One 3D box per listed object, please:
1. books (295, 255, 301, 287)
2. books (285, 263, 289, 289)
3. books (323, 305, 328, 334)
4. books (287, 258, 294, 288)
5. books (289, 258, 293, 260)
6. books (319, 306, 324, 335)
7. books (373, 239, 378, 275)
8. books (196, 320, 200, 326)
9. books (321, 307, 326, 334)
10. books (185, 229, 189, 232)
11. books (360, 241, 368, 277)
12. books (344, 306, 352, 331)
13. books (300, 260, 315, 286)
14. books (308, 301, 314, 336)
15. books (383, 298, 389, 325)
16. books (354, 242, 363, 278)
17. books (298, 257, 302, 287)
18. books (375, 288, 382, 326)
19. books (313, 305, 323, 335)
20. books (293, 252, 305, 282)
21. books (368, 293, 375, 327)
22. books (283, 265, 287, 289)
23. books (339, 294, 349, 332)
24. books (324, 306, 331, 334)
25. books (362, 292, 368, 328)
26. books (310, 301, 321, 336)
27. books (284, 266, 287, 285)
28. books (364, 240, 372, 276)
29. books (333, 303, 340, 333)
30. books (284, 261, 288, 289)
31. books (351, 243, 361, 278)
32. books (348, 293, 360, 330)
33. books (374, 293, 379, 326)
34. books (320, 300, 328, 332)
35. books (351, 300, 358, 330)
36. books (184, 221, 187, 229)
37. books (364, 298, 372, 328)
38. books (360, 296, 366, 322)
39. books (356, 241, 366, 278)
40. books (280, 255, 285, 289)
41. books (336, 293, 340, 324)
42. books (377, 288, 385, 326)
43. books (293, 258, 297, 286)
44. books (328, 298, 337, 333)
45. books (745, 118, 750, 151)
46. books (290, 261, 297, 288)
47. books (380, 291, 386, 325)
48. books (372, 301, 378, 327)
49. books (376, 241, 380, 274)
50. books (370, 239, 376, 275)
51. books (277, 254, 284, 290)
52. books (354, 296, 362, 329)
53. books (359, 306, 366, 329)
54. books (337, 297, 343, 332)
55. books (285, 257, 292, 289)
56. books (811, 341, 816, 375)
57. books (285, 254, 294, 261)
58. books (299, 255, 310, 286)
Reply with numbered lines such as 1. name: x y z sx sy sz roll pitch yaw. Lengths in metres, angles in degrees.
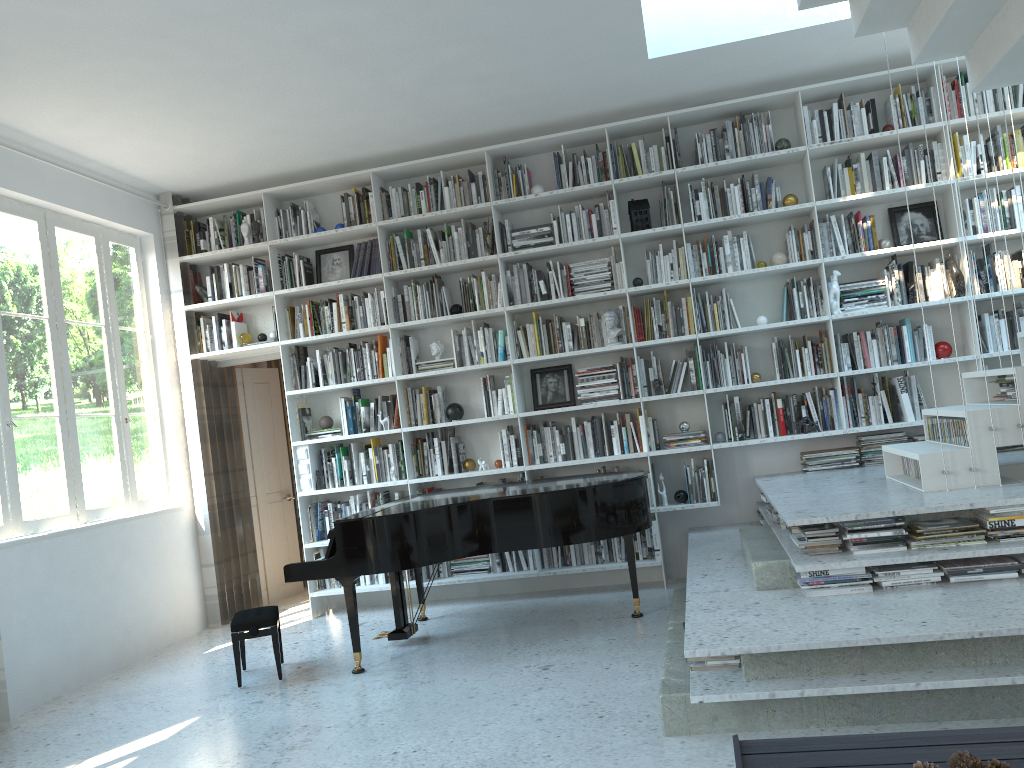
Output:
1. books: -1.557 -0.816 6.591 0.023 0.258 0.183 -8 -2 11
2. books: -1.636 -0.784 6.600 0.004 0.214 0.186 -8 -2 11
3. books: -1.345 -0.460 6.561 0.011 0.229 0.170 -8 -2 11
4. books: -1.615 -0.802 6.598 0.004 0.246 0.189 -8 -2 11
5. books: -1.618 -0.803 6.620 0.010 0.249 0.166 -8 -2 11
6. books: -1.381 -0.455 6.578 0.012 0.230 0.149 -8 -2 11
7. books: -0.970 -0.908 6.505 0.078 0.285 0.174 -8 -2 11
8. books: -2.360 -0.345 6.750 0.011 0.272 0.188 -8 -2 11
9. books: -1.358 -0.453 6.557 0.014 0.218 0.164 -8 -2 11
10. books: -2.448 -1.056 6.803 0.011 0.241 0.151 -8 -2 11
11. books: -1.053 -0.891 6.518 0.110 0.279 0.174 -8 -2 11
12. books: -1.174 -0.467 6.504 0.029 0.195 0.192 -8 -2 11
13. books: -1.515 -0.800 6.582 0.012 0.214 0.185 -8 -2 11
14. books: -1.458 -0.471 6.583 0.020 0.281 0.164 -8 -2 11
15. books: -0.864 -0.513 6.429 0.039 0.202 0.236 -8 -2 11
16. books: -1.097 -0.885 6.527 0.110 0.279 0.174 -8 -2 11
17. books: -1.538 -0.814 6.596 0.011 0.249 0.168 -8 -2 11
18. books: -0.947 -0.545 6.462 0.012 0.291 0.182 -8 -2 11
19. books: -1.411 -0.461 6.580 0.047 0.249 0.134 -8 -2 11
20. books: -1.570 -0.825 6.603 0.005 0.281 0.190 -8 -2 11
21. books: -0.997 -0.524 6.479 0.022 0.263 0.174 -8 -2 11
22. books: -1.664 -0.774 6.630 0.015 0.207 0.172 -8 -2 11
23. books: -1.207 -0.508 6.515 0.030 0.285 0.185 -8 -2 11
24. books: -1.325 -0.457 6.550 0.031 0.217 0.173 -8 -2 11
25. books: -1.043 -0.527 6.493 0.012 0.280 0.188 -8 -2 11
26. books: -1.445 -0.471 6.569 0.011 0.277 0.164 -8 -2 11
27. books: -1.657 -0.792 6.629 0.005 0.238 0.154 -8 -2 11
28. books: -1.029 -0.898 6.492 0.097 0.282 0.174 -8 -2 11
29. books: -1.274 -0.474 6.549 0.047 0.238 0.162 -8 -2 11
30. books: -1.641 -0.790 6.612 0.009 0.228 0.184 -8 -2 11
31. books: -1.121 -0.882 6.523 0.110 0.279 0.174 -8 -2 11
32. books: -1.147 -0.515 6.526 0.025 0.286 0.161 -8 -2 11
33. books: -0.957 -0.530 6.493 0.024 0.266 0.155 -8 -2 11
34. books: -1.372 -0.480 6.572 0.012 0.277 0.150 -8 -2 11
35. books: -1.128 -0.491 6.511 0.013 0.232 0.171 -8 -2 11
36. books: -2.467 -1.088 6.793 0.012 0.307 0.180 -8 -2 11
37. books: -1.020 -0.505 6.484 0.030 0.230 0.172 -8 -2 11
38. books: -1.061 -0.513 6.515 0.035 0.260 0.131 -8 -2 11
39. books: -1.079 -0.888 6.505 0.110 0.279 0.174 -8 -2 11
40. books: -1.680 -0.813 6.630 0.006 0.287 0.148 -8 -2 11
41. books: -1.247 -0.510 6.547 0.014 0.304 0.151 -8 -2 11
42. books: -0.928 -0.547 6.470 0.022 0.289 0.169 -8 -2 11
43. books: -1.579 -0.805 6.606 0.019 0.243 0.153 -8 -2 11
44. books: -1.306 -0.487 6.552 0.014 0.272 0.180 -8 -2 11
45. books: 1.582 -1.625 5.966 0.006 0.289 0.155 -8 -2 11
46. books: -1.591 -0.792 6.598 0.018 0.218 0.186 -8 -2 11
47. books: -0.899 -0.538 6.462 0.035 0.263 0.177 -8 -2 11
48. books: -0.974 -0.498 6.487 0.013 0.206 0.172 -8 -2 11
49. books: -0.949 -0.911 6.496 0.078 0.285 0.174 -8 -2 11
50. books: -0.993 -0.905 6.505 0.078 0.285 0.174 -8 -2 11
51. books: -1.697 -0.815 6.623 0.005 0.292 0.184 -8 -2 11
52. books: -1.107 -0.507 6.521 0.029 0.260 0.157 -8 -2 11
53. books: -1.078 -0.474 6.514 0.022 0.186 0.136 -8 -2 11
54. books: -1.231 -0.497 6.525 0.023 0.271 0.187 -8 -2 11
55. books: -1.630 -0.807 6.613 0.009 0.260 0.184 -8 -2 11
56. books: 1.992 -0.169 5.895 0.016 0.231 0.138 -8 -2 11
57. books: -1.649 -0.818 6.630 0.006 0.289 0.144 -8 -2 11
58. books: -1.528 -0.818 6.593 0.012 0.254 0.166 -8 -2 11
